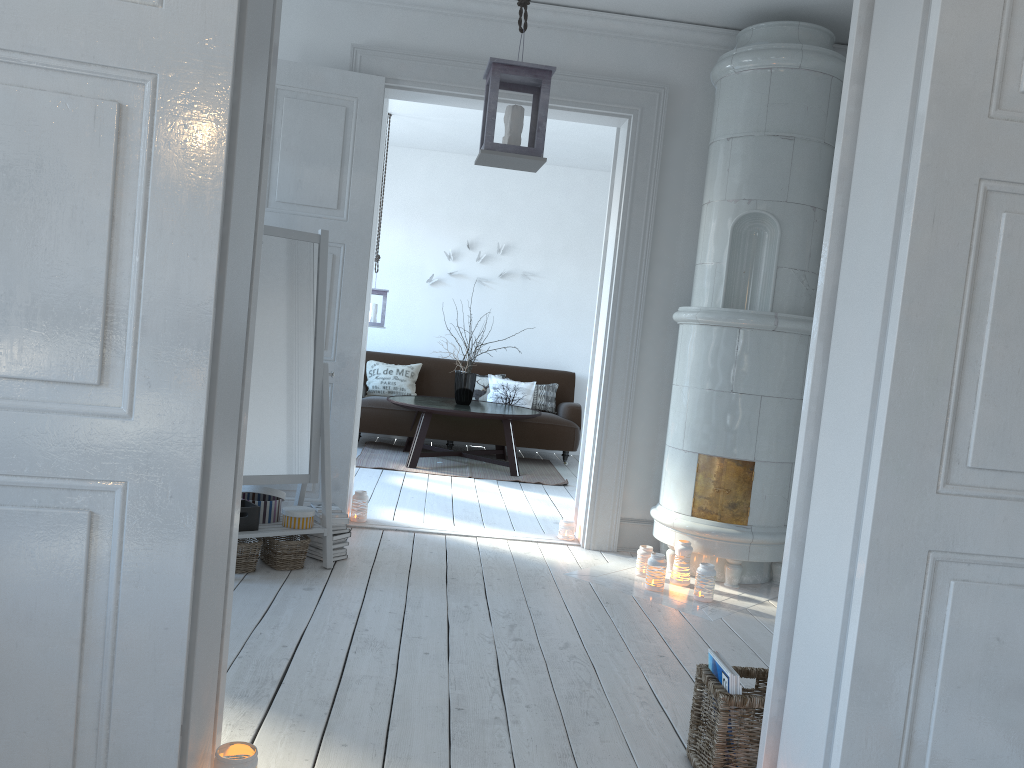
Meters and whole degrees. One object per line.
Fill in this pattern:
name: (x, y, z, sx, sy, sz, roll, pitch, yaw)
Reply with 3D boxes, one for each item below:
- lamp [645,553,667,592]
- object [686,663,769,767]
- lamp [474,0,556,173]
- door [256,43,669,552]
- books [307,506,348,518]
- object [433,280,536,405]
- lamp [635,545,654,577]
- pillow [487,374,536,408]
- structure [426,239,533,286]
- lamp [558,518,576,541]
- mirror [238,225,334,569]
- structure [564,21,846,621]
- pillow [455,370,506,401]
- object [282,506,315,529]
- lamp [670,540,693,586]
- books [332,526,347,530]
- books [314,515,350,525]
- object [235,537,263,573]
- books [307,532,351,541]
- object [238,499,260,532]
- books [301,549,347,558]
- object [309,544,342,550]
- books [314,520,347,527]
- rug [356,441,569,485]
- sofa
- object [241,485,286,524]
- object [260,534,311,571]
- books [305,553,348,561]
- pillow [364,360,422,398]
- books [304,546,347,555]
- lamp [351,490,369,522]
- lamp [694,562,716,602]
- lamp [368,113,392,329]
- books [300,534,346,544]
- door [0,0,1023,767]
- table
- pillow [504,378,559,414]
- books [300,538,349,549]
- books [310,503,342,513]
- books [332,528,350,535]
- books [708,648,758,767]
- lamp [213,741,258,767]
lamp: (0.672, 0.876, 4.134, 0.089, 0.166, 0.089, 6, 4, -3)
object: (0.635, 0.916, 2.346, 0.270, 0.265, 0.223, 6, 4, -5)
lamp: (0.081, -1.653, 3.063, 0.228, 1.764, 0.228, 5, 4, -8)
door: (-0.140, -0.418, 4.821, 2.599, 2.508, 0.577, 6, 4, -5)
books: (-0.853, 0.590, 4.094, 0.132, 0.017, 0.186, 4, 3, -32)
object: (-0.231, -0.339, 7.358, 0.846, 1.067, 0.524, 4, 4, -34)
lamp: (0.654, 0.872, 4.365, 0.084, 0.146, 0.084, 6, 4, 0)
pillow: (-0.015, 0.085, 8.257, 0.471, 0.309, 0.188, 6, 4, -4)
structure: (-0.301, -1.150, 8.611, 1.025, 0.479, 0.085, 6, 4, -5)
lamp: (0.307, 0.815, 4.965, 0.093, 0.110, 0.093, 7, 4, 12)
mirror: (-1.058, 0.041, 3.855, 0.611, 1.490, 0.416, 3, 5, -40)
structure: (1.083, -0.349, 4.377, 0.799, 2.831, 1.248, 9, 5, 40)
pillow: (-0.312, 0.061, 8.307, 0.473, 0.348, 0.158, 6, 4, -7)
object: (-0.944, 0.588, 3.913, 0.142, 0.075, 0.142, 5, 3, -21)
lamp: (0.821, 0.862, 4.278, 0.098, 0.210, 0.098, 6, 4, 0)
books: (-0.862, 0.649, 4.104, 0.128, 0.016, 0.176, 4, 4, -38)
books: (-0.849, 0.612, 4.093, 0.128, 0.026, 0.200, 4, 4, -33)
object: (-1.193, 0.717, 3.813, 0.185, 0.140, 0.295, 4, 4, -33)
books: (-0.860, 0.687, 4.100, 0.193, 0.022, 0.128, 7, 3, 28)
object: (-1.181, 0.558, 3.757, 0.165, 0.103, 0.154, 3, 4, -40)
books: (-0.875, 0.774, 4.112, 0.176, 0.016, 0.128, 8, 4, 36)
object: (-0.880, 0.741, 4.118, 0.156, 0.014, 0.111, 8, 4, 38)
books: (-0.860, 0.632, 4.100, 0.128, 0.016, 0.180, 4, 4, -34)
rug: (-0.447, 0.644, 7.507, 1.710, 0.055, 1.454, 6, 3, -4)
sofa: (-0.461, 0.205, 8.238, 2.165, 0.825, 0.967, 6, 3, -5)
object: (-1.132, 0.523, 3.990, 0.207, 0.159, 0.240, 6, 3, 3)
object: (-1.018, 0.729, 3.935, 0.185, 0.140, 0.295, 4, 4, -33)
books: (-0.872, 0.791, 4.116, 0.178, 0.016, 0.128, 8, 4, 33)
pillow: (-1.114, -0.033, 8.277, 0.519, 0.367, 0.238, 6, 4, -5)
books: (-0.873, 0.758, 4.109, 0.180, 0.016, 0.128, 8, 4, 40)
lamp: (-0.837, 0.672, 4.874, 0.089, 0.166, 0.089, 6, 4, -6)
lamp: (0.880, 0.903, 4.038, 0.089, 0.166, 0.089, 6, 4, -6)
lamp: (-1.077, -1.347, 7.307, 0.228, 1.764, 0.228, 5, 4, -8)
books: (-0.876, 0.708, 4.107, 0.166, 0.022, 0.128, 8, 3, 29)
door: (0.096, -0.240, 1.824, 2.599, 2.508, 0.577, 6, 4, -5)
table: (-0.423, 0.423, 7.465, 1.300, 0.504, 1.298, 5, 3, -15)
pillow: (0.174, 0.110, 8.386, 0.542, 0.288, 0.182, 6, 4, -4)
books: (-0.869, 0.729, 4.105, 0.186, 0.017, 0.132, 8, 3, 32)
books: (-0.861, 0.573, 4.105, 0.111, 0.014, 0.156, 5, 3, -25)
books: (-0.859, 0.666, 4.107, 0.178, 0.016, 0.128, 8, 4, 38)
books: (0.625, 0.882, 2.343, 0.201, 0.300, 0.179, 6, 4, -5)
lamp: (-0.586, 0.852, 1.867, 0.089, 0.166, 0.089, 5, 4, -12)
